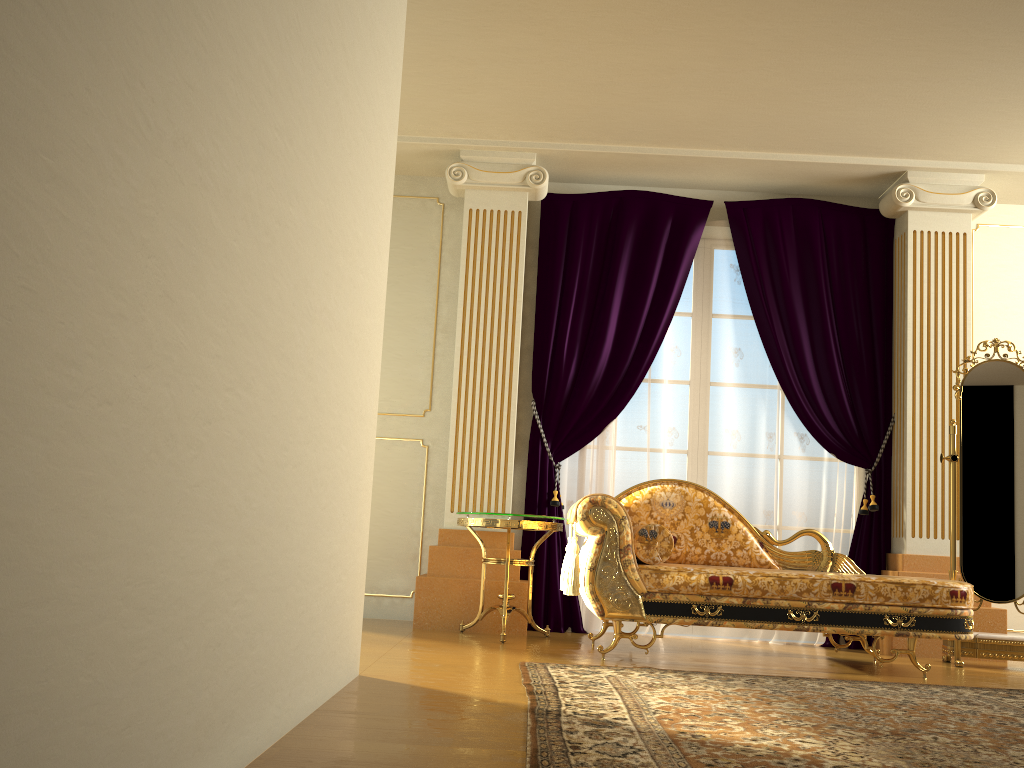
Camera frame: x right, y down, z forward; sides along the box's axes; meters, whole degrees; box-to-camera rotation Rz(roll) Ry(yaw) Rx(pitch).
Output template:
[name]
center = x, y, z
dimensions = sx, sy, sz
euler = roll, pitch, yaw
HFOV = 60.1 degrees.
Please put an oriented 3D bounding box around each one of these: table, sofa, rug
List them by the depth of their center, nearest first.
[rug]
center = 1.072, 0.930, 2.139
dimensions = 2.116, 0.017, 3.109
euler = 3, -10, 1
[sofa]
center = 1.185, 0.881, 4.211
dimensions = 1.893, 0.864, 0.700
euler = 3, -8, 1
[table]
center = -0.025, 1.006, 4.615
dimensions = 0.575, 0.637, 0.573
euler = 11, -11, -43

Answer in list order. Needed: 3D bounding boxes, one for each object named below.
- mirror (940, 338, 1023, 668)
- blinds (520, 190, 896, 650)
[mirror]
center = 2.490, 0.594, 4.535
dimensions = 0.541, 1.685, 0.245
euler = 2, -7, 11
[blinds]
center = 1.174, 0.178, 5.268
dimensions = 2.235, 2.631, 0.342
euler = 3, -6, 2
